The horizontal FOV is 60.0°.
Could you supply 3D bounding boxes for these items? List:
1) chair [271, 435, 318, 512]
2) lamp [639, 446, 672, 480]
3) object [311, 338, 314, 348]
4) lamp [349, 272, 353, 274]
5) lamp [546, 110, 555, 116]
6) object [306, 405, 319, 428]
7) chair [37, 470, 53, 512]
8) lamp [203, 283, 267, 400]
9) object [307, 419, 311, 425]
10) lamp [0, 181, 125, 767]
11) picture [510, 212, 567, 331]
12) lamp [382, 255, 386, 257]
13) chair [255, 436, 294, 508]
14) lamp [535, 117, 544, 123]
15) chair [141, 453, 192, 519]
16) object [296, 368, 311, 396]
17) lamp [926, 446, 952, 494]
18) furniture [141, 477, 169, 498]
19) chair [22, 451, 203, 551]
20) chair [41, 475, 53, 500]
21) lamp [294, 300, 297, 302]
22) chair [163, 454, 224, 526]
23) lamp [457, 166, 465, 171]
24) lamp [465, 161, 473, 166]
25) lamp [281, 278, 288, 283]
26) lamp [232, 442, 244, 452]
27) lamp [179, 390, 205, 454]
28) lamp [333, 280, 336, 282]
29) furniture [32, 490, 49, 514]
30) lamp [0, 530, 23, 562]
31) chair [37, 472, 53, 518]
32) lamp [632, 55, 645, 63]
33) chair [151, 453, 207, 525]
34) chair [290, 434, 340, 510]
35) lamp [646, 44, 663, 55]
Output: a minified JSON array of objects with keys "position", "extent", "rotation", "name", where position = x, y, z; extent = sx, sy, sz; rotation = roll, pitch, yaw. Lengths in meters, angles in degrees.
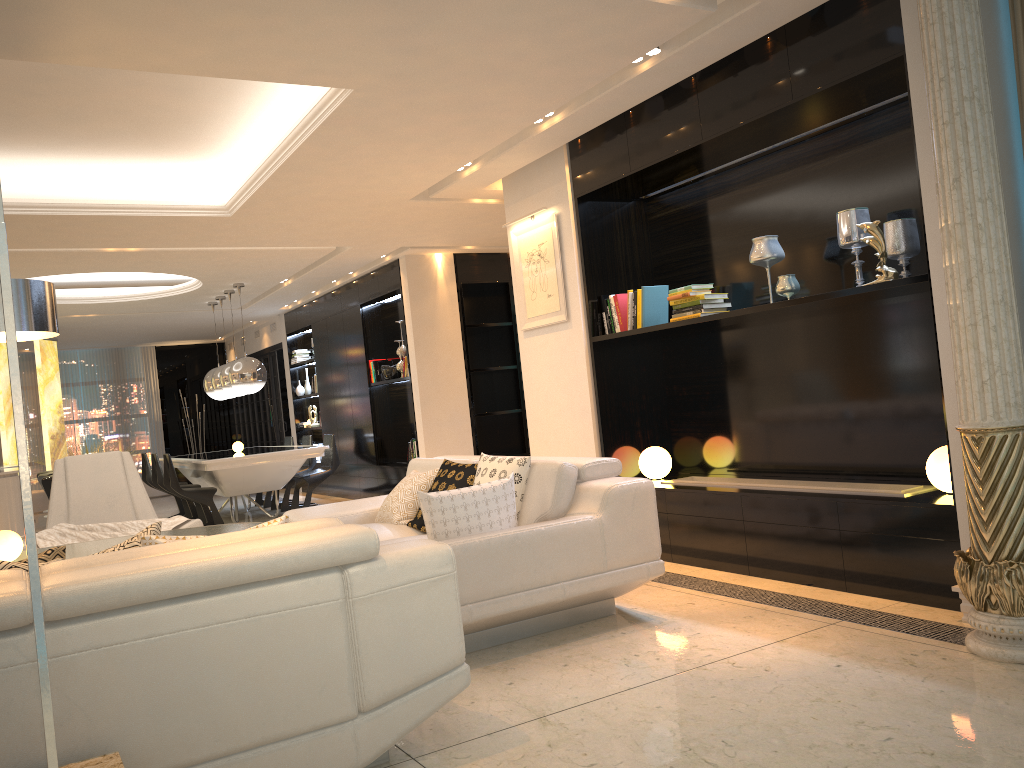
[{"position":[-2.661,1.077,10.748],"extent":[0.496,0.858,0.523],"rotation":[-6,-1,-30],"name":"chair"},{"position":[0.930,0.511,5.754],"extent":[0.212,0.214,0.213],"rotation":[-6,-1,10],"name":"lamp"},{"position":[-2.738,-0.490,12.388],"extent":[0.111,0.301,0.111],"rotation":[-5,-1,-34],"name":"object"},{"position":[-1.861,-1.324,10.116],"extent":[0.107,0.127,0.107],"rotation":[-7,-1,41],"name":"lamp"},{"position":[0.197,-1.606,5.097],"extent":[0.107,0.127,0.107],"rotation":[-7,-1,41],"name":"lamp"},{"position":[-2.803,0.454,12.501],"extent":[0.177,0.311,0.177],"rotation":[-6,-1,-30],"name":"object"},{"position":[-5.129,1.361,10.069],"extent":[0.380,0.789,0.380],"rotation":[-6,-1,28],"name":"chair"},{"position":[-3.309,-0.453,10.404],"extent":[0.408,1.226,1.827],"rotation":[-6,-1,-30],"name":"lamp"},{"position":[-2.860,0.552,12.654],"extent":[0.125,0.125,0.125],"rotation":[-6,-1,10],"name":"object"},{"position":[-1.564,0.020,2.768],"extent":[0.393,2.519,2.009],"rotation":[-6,-1,-30],"name":"lamp"},{"position":[0.187,-0.765,6.169],"extent":[0.027,0.729,0.610],"rotation":[-6,-1,-30],"name":"picture"},{"position":[-1.364,-1.387,9.246],"extent":[0.107,0.127,0.107],"rotation":[-7,-1,41],"name":"lamp"},{"position":[-3.061,1.128,11.447],"extent":[0.496,0.858,0.523],"rotation":[-6,-1,-30],"name":"chair"},{"position":[0.137,-1.598,5.203],"extent":[0.107,0.127,0.107],"rotation":[-6,-1,-19],"name":"lamp"},{"position":[-4.173,1.235,10.731],"extent":[0.496,0.858,0.523],"rotation":[-6,-1,-30],"name":"chair"},{"position":[-3.035,-0.024,12.838],"extent":[0.210,0.395,0.180],"rotation":[-6,-1,-27],"name":"object"},{"position":[1.961,0.379,3.949],"extent":[0.213,0.214,0.212],"rotation":[-6,-1,21],"name":"lamp"},{"position":[-6.175,1.755,15.260],"extent":[0.735,0.357,0.735],"rotation":[-6,-1,32],"name":"furniture"},{"position":[-2.509,0.924,5.489],"extent":[1.027,0.991,0.983],"rotation":[-6,-1,-31],"name":"chair"},{"position":[-4.220,1.245,8.478],"extent":[0.380,0.789,0.380],"rotation":[-6,-1,3],"name":"chair"},{"position":[-2.962,-1.183,12.042],"extent":[0.107,0.127,0.107],"rotation":[-7,-1,41],"name":"lamp"},{"position":[-3.323,1.126,9.244],"extent":[0.496,0.858,0.523],"rotation":[-6,-1,-30],"name":"chair"},{"position":[-0.373,-1.533,6.095],"extent":[0.107,0.127,0.107],"rotation":[-6,-1,-19],"name":"lamp"},{"position":[-0.317,-1.540,5.995],"extent":[0.107,0.127,0.107],"rotation":[-6,-1,-19],"name":"lamp"},{"position":[-2.650,-1.240,10.204],"extent":[0.107,0.127,0.271],"rotation":[-6,-1,-30],"name":"lamp"},{"position":[-3.170,0.728,10.261],"extent":[0.125,0.125,0.125],"rotation":[-6,-1,21],"name":"lamp"},{"position":[-5.669,0.986,15.887],"extent":[0.418,1.801,0.200],"rotation":[-6,-1,-30],"name":"lamp"},{"position":[-2.157,-1.286,10.633],"extent":[0.107,0.127,0.107],"rotation":[-7,-1,41],"name":"lamp"},{"position":[-7.837,1.918,14.405],"extent":[0.735,0.357,0.735],"rotation":[-6,-1,-28],"name":"furniture"},{"position":[-2.227,0.714,3.891],"extent":[0.143,0.143,0.143],"rotation":[-7,-1,45],"name":"lamp"},{"position":[-4.751,1.311,9.327],"extent":[0.380,0.789,0.380],"rotation":[-7,-1,43],"name":"chair"},{"position":[0.604,-1.658,4.385],"extent":[0.107,0.127,0.107],"rotation":[-7,-1,41],"name":"lamp"},{"position":[-3.752,1.181,9.995],"extent":[0.496,0.858,0.523],"rotation":[-6,-1,-30],"name":"chair"},{"position":[-2.241,1.023,10.012],"extent":[0.496,0.858,0.523],"rotation":[-6,-1,-30],"name":"chair"},{"position":[0.674,-1.655,4.275],"extent":[0.107,0.127,0.107],"rotation":[-7,-1,41],"name":"lamp"}]
